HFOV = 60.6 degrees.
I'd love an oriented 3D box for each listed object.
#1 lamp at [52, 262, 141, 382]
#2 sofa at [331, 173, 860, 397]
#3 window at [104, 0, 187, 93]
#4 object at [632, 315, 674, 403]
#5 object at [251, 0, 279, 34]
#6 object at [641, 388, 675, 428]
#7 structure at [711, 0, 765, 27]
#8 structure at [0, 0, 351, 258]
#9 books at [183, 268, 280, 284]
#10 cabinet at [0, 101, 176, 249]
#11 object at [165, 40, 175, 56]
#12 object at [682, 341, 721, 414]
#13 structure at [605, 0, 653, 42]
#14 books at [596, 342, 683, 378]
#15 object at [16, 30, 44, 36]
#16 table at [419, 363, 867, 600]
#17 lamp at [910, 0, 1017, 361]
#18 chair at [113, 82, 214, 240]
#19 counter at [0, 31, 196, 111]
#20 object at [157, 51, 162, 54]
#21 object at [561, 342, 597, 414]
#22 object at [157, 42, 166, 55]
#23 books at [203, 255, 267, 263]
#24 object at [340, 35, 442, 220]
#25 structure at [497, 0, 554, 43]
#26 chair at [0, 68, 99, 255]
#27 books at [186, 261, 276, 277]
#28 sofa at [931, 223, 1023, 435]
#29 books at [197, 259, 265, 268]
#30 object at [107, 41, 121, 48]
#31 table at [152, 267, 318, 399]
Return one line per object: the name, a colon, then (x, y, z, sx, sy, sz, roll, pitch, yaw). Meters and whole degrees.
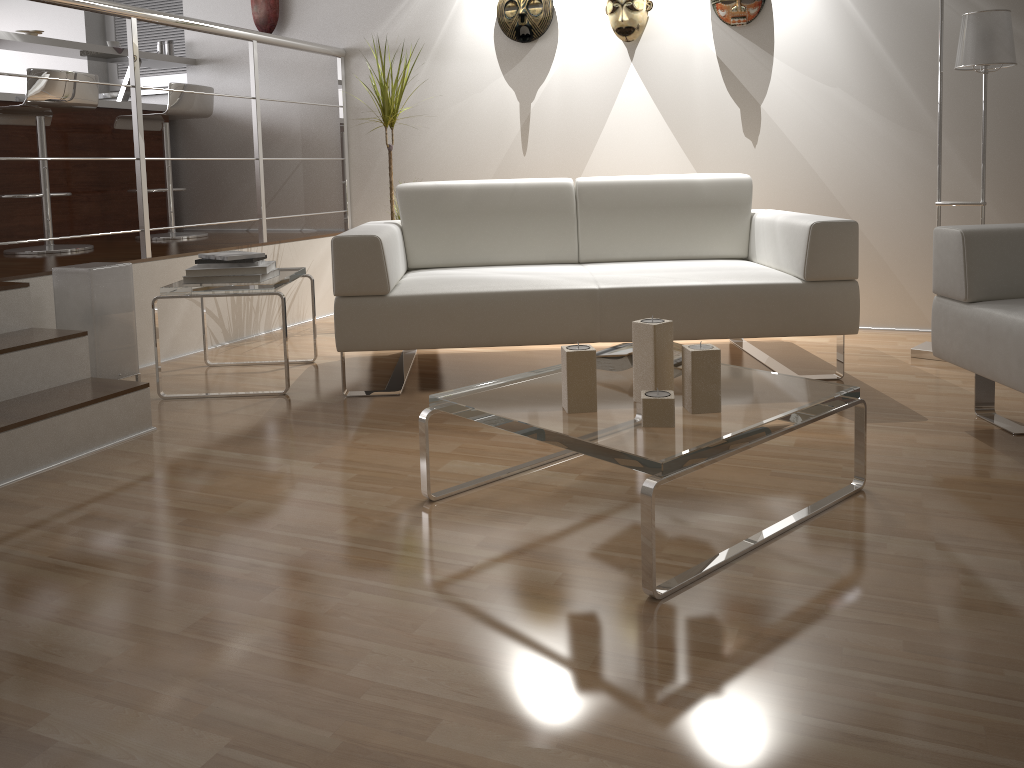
lamp: (-1.503, -0.194, 3.177, 0.199, 0.473, 0.195, 1, 7, 23)
sofa: (0.275, -0.423, 3.369, 1.781, 0.727, 0.927, -2, 10, -2)
window: (-2.376, -2.547, 5.746, 0.844, 1.246, 0.144, 2, 6, 24)
object: (0.315, -0.057, 1.957, 0.068, 0.193, 0.067, -7, 8, -41)
object: (-1.459, -2.425, 5.127, 0.152, 0.776, 0.153, -4, 6, -22)
object: (0.299, 0.044, 1.795, 0.067, 0.073, 0.068, 0, 9, 8)
structure: (1.053, -1.853, 4.093, 0.265, 0.349, 0.076, 2, 6, 23)
structure: (-1.421, -1.137, 4.001, 0.057, 1.028, 2.375, 0, 12, 23)
books: (-1.042, -0.403, 3.266, 0.287, 0.026, 0.233, -1, 14, 3)
cabinet: (-2.790, -1.137, 4.780, 0.634, 0.734, 1.889, 2, 13, 23)
object: (-2.116, -2.065, 5.415, 0.052, 0.110, 0.053, -1, 7, 7)
object: (0.407, -0.018, 1.882, 0.067, 0.148, 0.068, -2, 6, -6)
structure: (0.555, -1.842, 4.279, 0.243, 0.323, 0.132, 2, 7, 24)
books: (0.364, -0.072, 2.298, 0.294, 0.055, 0.207, 9, 17, 37)
object: (-2.506, -1.824, 4.585, 0.130, 0.041, 0.143, 4, 14, 24)
table: (0.310, 0.139, 2.070, 0.805, 0.244, 0.708, -13, 17, -40)
lamp: (1.710, -0.918, 3.331, 0.367, 1.643, 0.211, 3, 7, 43)
chair: (-1.928, -1.247, 4.933, 0.426, 0.834, 0.394, 1, 7, 19)
counter: (-2.695, -1.684, 4.807, 0.840, 0.312, 2.150, 4, 15, 23)
object: (-2.155, -2.021, 5.375, 0.051, 0.044, 0.052, -5, 11, -19)
object: (0.146, -0.018, 1.913, 0.067, 0.148, 0.068, -2, 6, -6)
object: (-2.173, -2.066, 5.432, 0.052, 0.107, 0.053, -1, 7, 7)
books: (-1.044, -0.465, 3.261, 0.216, 0.014, 0.155, -1, 14, 3)
object: (-0.601, -1.001, 4.343, 0.442, 1.449, 0.508, 2, 7, 36)
structure: (0.056, -1.923, 4.518, 0.317, 0.311, 0.070, 3, 7, 24)
chair: (-2.242, -1.061, 4.205, 0.426, 0.834, 0.394, 2, 7, 28)
books: (-1.043, -0.430, 3.264, 0.287, 0.026, 0.232, -3, 14, -7)
sofa: (1.718, -0.066, 1.735, 0.906, 0.724, 1.826, -2, 12, -1)
books: (-1.043, -0.450, 3.262, 0.216, 0.014, 0.155, -3, 14, -7)
object: (-2.271, -1.930, 5.000, 0.080, 0.045, 0.068, -8, 13, -29)
table: (-1.043, -0.216, 3.378, 0.464, 0.393, 0.563, -2, 11, -1)
